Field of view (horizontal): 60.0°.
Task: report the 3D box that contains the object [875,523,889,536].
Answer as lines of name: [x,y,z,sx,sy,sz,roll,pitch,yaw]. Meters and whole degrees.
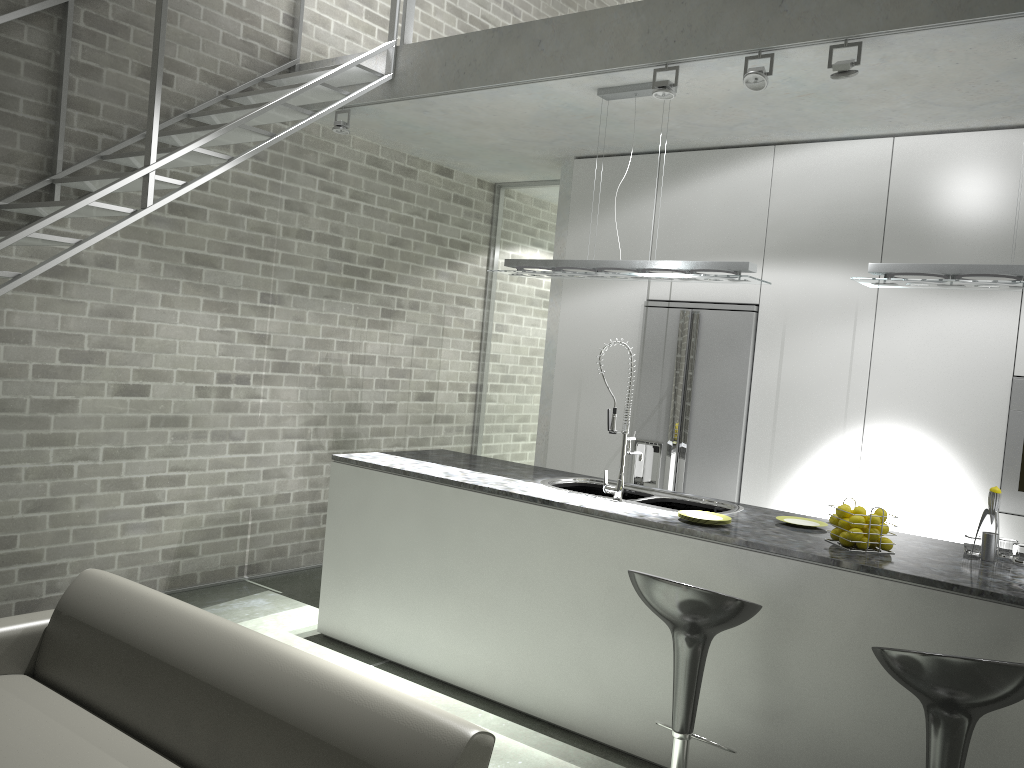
object: [1.418,0.559,3.406,0.061,0.054,0.053,5,2,-17]

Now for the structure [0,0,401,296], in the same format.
structure: [-2.419,-0.864,3.650,0.902,4.246,4.345,7,2,37]

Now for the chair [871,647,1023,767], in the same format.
chair: [1.224,1.169,2.516,0.457,0.931,0.464,6,2,18]

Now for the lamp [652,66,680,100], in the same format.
lamp: [0.705,-1.392,4.087,0.109,0.136,0.109,5,2,-11]

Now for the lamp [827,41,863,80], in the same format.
lamp: [1.358,-1.309,3.617,0.115,0.151,0.115,5,2,-11]

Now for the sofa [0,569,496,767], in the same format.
sofa: [-1.043,1.077,2.347,2.114,0.717,0.902,7,2,37]

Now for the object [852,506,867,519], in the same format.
object: [1.349,0.500,3.441,0.051,0.053,0.063,6,2,28]

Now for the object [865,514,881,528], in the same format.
object: [1.375,0.520,3.377,0.051,0.053,0.063,7,3,39]

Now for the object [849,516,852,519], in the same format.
object: [1.334,0.543,3.474,0.064,0.053,0.051,6,2,29]

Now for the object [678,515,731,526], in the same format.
object: [0.795,0.565,3.668,0.217,0.017,0.216,4,2,-21]

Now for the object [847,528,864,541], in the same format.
object: [1.299,0.572,3.359,0.061,0.054,0.052,5,2,4]

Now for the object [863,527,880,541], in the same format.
object: [1.368,0.570,3.373,0.061,0.055,0.051,5,2,6]

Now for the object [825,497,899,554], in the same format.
object: [1.354,0.544,3.437,0.189,0.174,0.207,5,2,-8]

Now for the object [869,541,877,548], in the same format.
object: [1.390,0.608,3.433,0.061,0.055,0.050,5,2,-18]

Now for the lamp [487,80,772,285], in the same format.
lamp: [0.588,-1.020,4.498,1.490,0.964,0.290,7,2,37]

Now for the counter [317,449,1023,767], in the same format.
counter: [1.017,1.071,3.805,4.400,0.960,0.900,7,2,37]

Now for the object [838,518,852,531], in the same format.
object: [1.295,0.544,3.432,0.062,0.053,0.052,5,2,-2]

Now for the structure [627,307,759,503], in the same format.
structure: [1.096,0.483,5.591,0.743,1.900,0.160,7,2,37]

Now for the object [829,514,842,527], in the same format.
object: [1.279,0.539,3.492,0.053,0.051,0.063,5,2,-5]

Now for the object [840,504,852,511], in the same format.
object: [1.310,0.502,3.498,0.052,0.060,0.057,6,2,15]

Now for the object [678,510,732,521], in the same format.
object: [0.796,0.550,3.667,0.217,0.017,0.216,4,2,-21]

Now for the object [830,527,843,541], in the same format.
object: [1.278,0.587,3.474,0.060,0.057,0.052,6,2,28]

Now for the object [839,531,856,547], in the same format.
object: [1.297,0.596,3.416,0.074,0.063,0.064,3,3,-43]

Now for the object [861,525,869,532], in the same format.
object: [1.355,0.564,3.401,0.051,0.053,0.062,7,2,35]

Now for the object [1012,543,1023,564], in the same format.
object: [1.960,0.652,3.405,0.064,0.070,0.063,7,3,44]

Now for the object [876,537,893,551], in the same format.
object: [1.422,0.610,3.383,0.062,0.052,0.053,4,2,-24]

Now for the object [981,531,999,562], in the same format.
object: [1.823,0.622,3.389,0.060,0.106,0.060,6,2,30]

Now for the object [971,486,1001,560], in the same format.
object: [1.845,0.533,3.392,0.088,0.288,0.101,4,2,-23]

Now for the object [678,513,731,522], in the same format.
object: [0.796,0.555,3.667,0.217,0.017,0.216,4,2,-21]

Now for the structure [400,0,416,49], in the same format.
structure: [1.638,-2.140,3.431,5.560,0.972,0.070,7,2,37]

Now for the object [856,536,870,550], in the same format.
object: [1.335,0.603,3.373,0.051,0.053,0.063,7,2,35]

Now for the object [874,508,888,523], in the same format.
object: [1.423,0.509,3.424,0.050,0.060,0.059,6,2,26]

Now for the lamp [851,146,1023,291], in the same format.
lamp: [2.133,-0.840,3.346,1.490,0.964,0.290,7,2,37]

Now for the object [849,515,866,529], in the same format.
object: [1.316,0.526,3.381,0.061,0.052,0.053,7,3,40]

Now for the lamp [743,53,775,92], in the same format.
lamp: [1.055,-1.343,3.816,0.115,0.151,0.115,5,2,-11]

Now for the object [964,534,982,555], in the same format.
object: [1.823,0.636,3.502,0.064,0.070,0.063,5,2,-16]

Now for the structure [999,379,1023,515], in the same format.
structure: [2.790,0.343,4.305,0.692,0.680,0.036,7,2,37]

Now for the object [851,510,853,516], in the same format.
object: [1.362,0.519,3.506,0.063,0.051,0.053,5,2,-18]

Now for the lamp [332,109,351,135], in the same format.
lamp: [2.324,-1.287,5.299,6.854,0.136,0.110,5,2,1]

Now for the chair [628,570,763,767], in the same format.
chair: [0.590,1.093,3.031,0.464,0.931,0.457,4,3,-39]

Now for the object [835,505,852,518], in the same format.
object: [1.290,0.498,3.449,0.053,0.051,0.063,5,2,-16]

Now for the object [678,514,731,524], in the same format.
object: [0.795,0.560,3.668,0.217,0.017,0.216,4,2,-21]

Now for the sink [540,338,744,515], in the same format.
sink: [0.619,0.307,4.266,0.987,1.023,0.546,7,2,37]

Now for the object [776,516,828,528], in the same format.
object: [1.252,0.600,3.833,0.217,0.017,0.216,4,2,-28]

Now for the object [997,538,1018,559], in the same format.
object: [1.952,0.648,3.498,0.064,0.070,0.063,5,2,-16]
